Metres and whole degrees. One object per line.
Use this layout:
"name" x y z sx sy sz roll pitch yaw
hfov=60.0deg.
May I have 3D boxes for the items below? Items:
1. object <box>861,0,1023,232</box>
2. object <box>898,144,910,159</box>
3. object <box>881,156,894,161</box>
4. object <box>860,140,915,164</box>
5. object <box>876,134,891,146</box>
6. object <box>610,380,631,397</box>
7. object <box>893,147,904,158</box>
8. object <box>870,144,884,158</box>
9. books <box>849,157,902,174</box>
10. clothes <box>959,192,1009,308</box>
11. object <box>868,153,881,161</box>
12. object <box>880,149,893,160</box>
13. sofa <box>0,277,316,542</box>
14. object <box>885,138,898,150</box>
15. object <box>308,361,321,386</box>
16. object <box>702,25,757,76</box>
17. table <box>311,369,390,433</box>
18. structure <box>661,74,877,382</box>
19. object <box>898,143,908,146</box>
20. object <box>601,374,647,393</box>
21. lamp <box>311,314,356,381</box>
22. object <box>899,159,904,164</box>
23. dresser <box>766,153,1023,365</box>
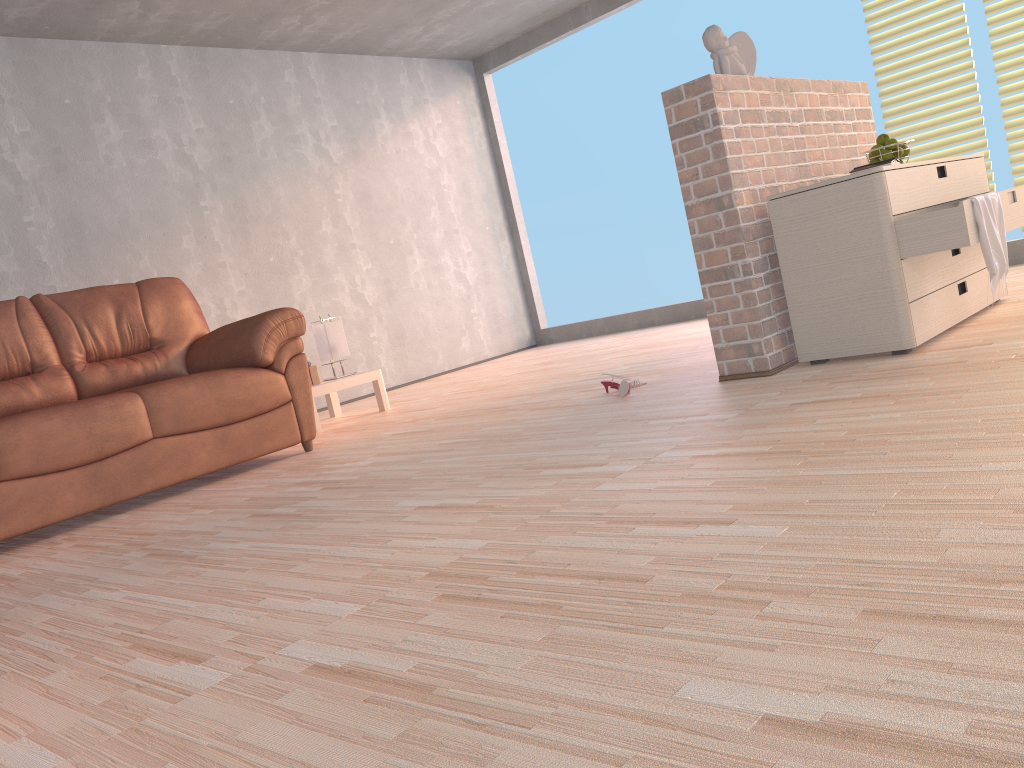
"object" 3.805 -1.978 3.905 4.372 2.114 0.044 -8 8 44
"object" 1.537 -0.916 3.495 0.057 0.057 0.057 -14 6 -13
"object" 1.511 -0.914 3.572 0.053 0.054 0.053 -14 6 -10
"object" 1.500 -0.891 3.525 0.202 0.104 0.202 -9 7 37
"object" 1.474 -0.965 3.518 0.054 0.056 0.054 -8 8 44
"object" 0.444 0.012 3.468 0.078 0.066 0.192 -14 6 -10
"object" 1.509 -0.905 3.466 0.038 0.040 0.039 -17 7 -37
"object" 1.447 -0.922 3.513 0.049 0.053 0.054 -14 6 -15
"books" 1.334 -0.793 3.253 0.146 0.040 0.209 -9 7 34
"clothes" 1.557 -0.436 2.896 0.097 0.369 0.325 -7 8 45
"object" 1.463 -0.917 3.567 0.053 0.048 0.054 -17 7 -39
"object" 1.466 -0.900 3.474 0.046 0.044 0.046 -8 7 40
"sofa" -1.971 0.069 3.563 0.981 0.923 2.202 -8 8 44
"object" 1.482 -0.936 3.460 0.046 0.045 0.046 -8 8 43
"object" -1.134 -0.062 4.949 0.099 0.147 0.102 -15 6 -17
"object" 0.802 -1.224 3.305 0.131 0.218 0.216 -8 8 43
"table" -1.090 0.115 5.073 0.548 0.241 0.548 -8 8 44
"structure" 1.185 -0.689 3.632 0.211 1.057 1.422 -8 8 44
"object" 1.553 -0.941 3.531 0.047 0.047 0.046 -14 6 -8
"object" 0.459 -0.020 3.647 0.188 0.085 0.069 -14 6 -7
"lamp" -1.036 -0.215 5.117 0.140 0.376 0.140 -8 8 44
"object" 1.536 -0.878 3.536 0.048 0.048 0.046 -9 7 33
"dresser" 1.728 -0.572 3.506 0.605 0.612 1.686 -8 8 44
